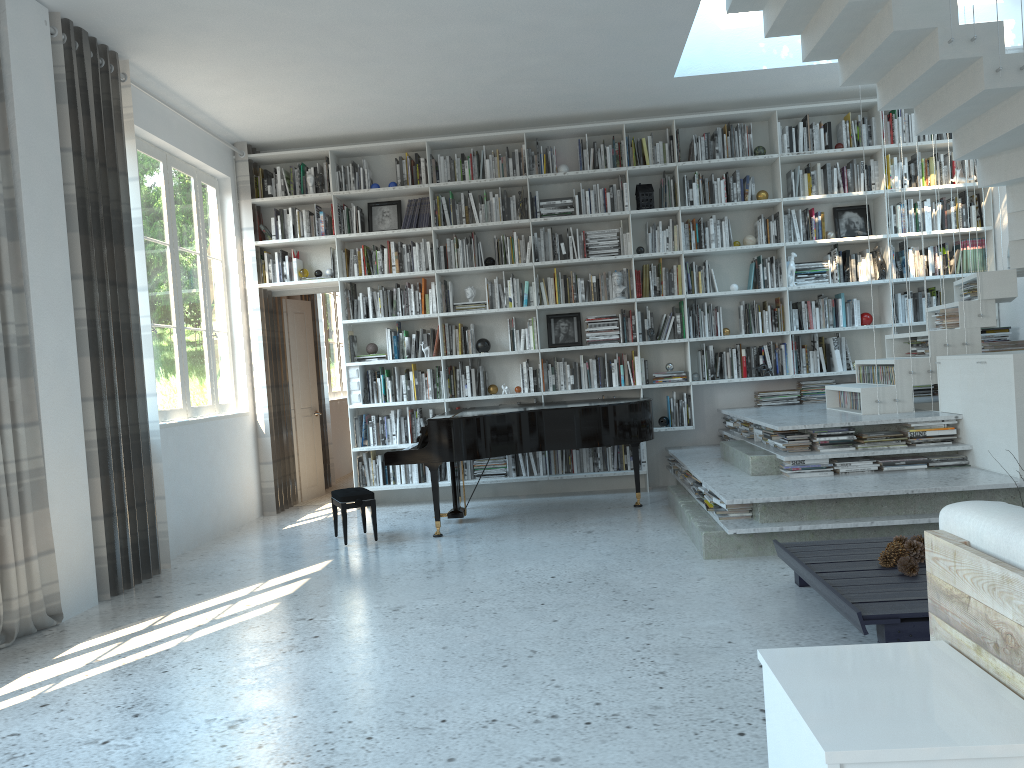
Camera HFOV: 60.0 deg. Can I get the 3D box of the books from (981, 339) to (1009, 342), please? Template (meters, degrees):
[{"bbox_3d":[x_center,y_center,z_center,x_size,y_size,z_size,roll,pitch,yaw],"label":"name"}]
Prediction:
[{"bbox_3d":[3.822,-0.342,7.060,0.192,0.008,0.160,-4,1,4],"label":"books"}]

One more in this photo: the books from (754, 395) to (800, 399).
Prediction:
[{"bbox_3d":[2.275,0.107,7.618,0.345,0.007,0.193,-4,1,1],"label":"books"}]

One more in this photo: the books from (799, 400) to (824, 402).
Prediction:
[{"bbox_3d":[2.609,0.138,7.604,0.254,0.007,0.161,-4,1,4],"label":"books"}]

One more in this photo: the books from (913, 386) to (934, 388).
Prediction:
[{"bbox_3d":[3.365,0.031,7.544,0.354,0.009,0.198,-4,1,1],"label":"books"}]

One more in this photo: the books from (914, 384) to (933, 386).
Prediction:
[{"bbox_3d":[3.364,0.014,7.543,0.354,0.009,0.198,-4,1,7],"label":"books"}]

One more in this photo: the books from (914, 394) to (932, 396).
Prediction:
[{"bbox_3d":[3.368,0.094,7.540,0.320,0.009,0.202,-4,1,9],"label":"books"}]

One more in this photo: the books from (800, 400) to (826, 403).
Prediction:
[{"bbox_3d":[2.609,0.145,7.595,0.254,0.007,0.161,-4,1,8],"label":"books"}]

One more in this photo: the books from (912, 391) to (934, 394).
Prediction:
[{"bbox_3d":[3.367,0.076,7.551,0.359,0.009,0.201,-4,1,5],"label":"books"}]

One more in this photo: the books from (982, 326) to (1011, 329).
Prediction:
[{"bbox_3d":[3.814,-0.443,7.052,0.231,0.006,0.152,-4,1,9],"label":"books"}]

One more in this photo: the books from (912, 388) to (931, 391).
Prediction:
[{"bbox_3d":[3.365,0.049,7.547,0.320,0.009,0.202,-4,1,2],"label":"books"}]

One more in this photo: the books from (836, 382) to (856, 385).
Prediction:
[{"bbox_3d":[2.970,-0.012,7.571,0.368,0.007,0.205,-4,1,6],"label":"books"}]

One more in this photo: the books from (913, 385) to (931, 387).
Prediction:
[{"bbox_3d":[3.364,0.023,7.541,0.315,0.009,0.199,-4,1,8],"label":"books"}]

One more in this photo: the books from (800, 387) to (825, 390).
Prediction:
[{"bbox_3d":[2.600,0.033,7.599,0.285,0.005,0.159,-4,1,5],"label":"books"}]

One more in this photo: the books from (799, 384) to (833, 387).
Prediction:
[{"bbox_3d":[2.601,0.012,7.592,0.254,0.006,0.161,-4,1,8],"label":"books"}]

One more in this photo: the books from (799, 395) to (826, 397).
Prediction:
[{"bbox_3d":[2.607,0.097,7.594,0.254,0.007,0.161,-4,1,0],"label":"books"}]

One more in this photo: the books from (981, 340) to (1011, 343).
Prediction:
[{"bbox_3d":[3.822,-0.335,7.063,0.232,0.006,0.137,-4,1,-1],"label":"books"}]

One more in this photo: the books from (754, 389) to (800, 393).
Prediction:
[{"bbox_3d":[2.272,0.062,7.620,0.345,0.007,0.193,-4,1,6],"label":"books"}]

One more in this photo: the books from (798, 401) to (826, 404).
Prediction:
[{"bbox_3d":[2.610,0.152,7.605,0.285,0.007,0.159,-4,1,4],"label":"books"}]

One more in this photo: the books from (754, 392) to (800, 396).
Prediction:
[{"bbox_3d":[2.274,0.085,7.621,0.345,0.007,0.193,-4,1,6],"label":"books"}]

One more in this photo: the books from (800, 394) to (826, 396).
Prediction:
[{"bbox_3d":[2.607,0.090,7.593,0.285,0.007,0.159,-4,1,0],"label":"books"}]

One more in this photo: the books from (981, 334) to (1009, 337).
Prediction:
[{"bbox_3d":[3.819,-0.383,7.065,0.206,0.014,0.150,-4,1,4],"label":"books"}]

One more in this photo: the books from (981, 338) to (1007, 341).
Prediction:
[{"bbox_3d":[3.822,-0.352,7.072,0.182,0.011,0.131,-4,1,2],"label":"books"}]

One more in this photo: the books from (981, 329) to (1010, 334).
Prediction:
[{"bbox_3d":[3.817,-0.417,7.071,0.232,0.025,0.123,-4,1,1],"label":"books"}]

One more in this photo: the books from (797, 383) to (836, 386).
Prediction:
[{"bbox_3d":[2.601,0.006,7.593,0.285,0.005,0.159,-4,1,1],"label":"books"}]

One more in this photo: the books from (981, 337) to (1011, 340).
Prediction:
[{"bbox_3d":[3.821,-0.361,7.068,0.227,0.009,0.144,-4,1,4],"label":"books"}]

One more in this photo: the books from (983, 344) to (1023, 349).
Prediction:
[{"bbox_3d":[3.807,-0.291,6.862,0.234,0.025,0.157,-4,1,0],"label":"books"}]

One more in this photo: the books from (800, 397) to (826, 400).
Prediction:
[{"bbox_3d":[2.609,0.118,7.592,0.285,0.007,0.159,-4,1,9],"label":"books"}]

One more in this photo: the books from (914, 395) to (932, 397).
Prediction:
[{"bbox_3d":[3.369,0.103,7.551,0.320,0.009,0.202,-4,1,3],"label":"books"}]

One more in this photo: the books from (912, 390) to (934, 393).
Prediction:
[{"bbox_3d":[3.366,0.067,7.544,0.359,0.009,0.201,-4,1,7],"label":"books"}]

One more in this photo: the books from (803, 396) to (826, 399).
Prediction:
[{"bbox_3d":[2.609,0.111,7.594,0.254,0.007,0.161,-4,1,0],"label":"books"}]

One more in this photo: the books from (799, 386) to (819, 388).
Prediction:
[{"bbox_3d":[2.599,0.017,7.592,0.285,0.005,0.159,-4,1,0],"label":"books"}]

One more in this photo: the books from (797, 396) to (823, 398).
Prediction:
[{"bbox_3d":[2.609,0.103,7.598,0.285,0.007,0.159,-4,1,6],"label":"books"}]

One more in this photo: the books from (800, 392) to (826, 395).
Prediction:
[{"bbox_3d":[2.606,0.076,7.591,0.285,0.007,0.159,-4,1,-1],"label":"books"}]

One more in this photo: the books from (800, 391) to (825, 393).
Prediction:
[{"bbox_3d":[2.605,0.063,7.600,0.285,0.007,0.159,-4,1,5],"label":"books"}]

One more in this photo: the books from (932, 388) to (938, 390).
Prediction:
[{"bbox_3d":[3.766,0.032,7.519,0.328,0.008,0.207,-4,1,7],"label":"books"}]

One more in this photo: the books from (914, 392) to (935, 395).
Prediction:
[{"bbox_3d":[3.367,0.085,7.539,0.359,0.009,0.201,-4,1,-1],"label":"books"}]

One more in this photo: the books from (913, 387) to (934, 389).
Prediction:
[{"bbox_3d":[3.365,0.040,7.550,0.359,0.009,0.201,-4,1,3],"label":"books"}]

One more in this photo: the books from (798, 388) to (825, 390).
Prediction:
[{"bbox_3d":[2.601,0.039,7.599,0.254,0.006,0.161,-4,1,3],"label":"books"}]

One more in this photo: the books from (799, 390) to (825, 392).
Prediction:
[{"bbox_3d":[2.605,0.056,7.602,0.285,0.007,0.159,-4,1,4],"label":"books"}]

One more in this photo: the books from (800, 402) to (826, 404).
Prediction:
[{"bbox_3d":[2.610,0.159,7.598,0.254,0.007,0.161,-4,1,7],"label":"books"}]

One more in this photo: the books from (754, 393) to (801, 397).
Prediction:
[{"bbox_3d":[2.274,0.092,7.612,0.345,0.007,0.193,-4,1,-1],"label":"books"}]

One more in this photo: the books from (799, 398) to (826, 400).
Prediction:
[{"bbox_3d":[2.608,0.125,7.594,0.285,0.007,0.159,-4,1,0],"label":"books"}]

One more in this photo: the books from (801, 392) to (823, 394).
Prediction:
[{"bbox_3d":[2.606,0.069,7.600,0.254,0.007,0.161,-4,1,5],"label":"books"}]

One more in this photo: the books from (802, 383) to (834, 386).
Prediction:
[{"bbox_3d":[2.601,0.001,7.589,0.254,0.006,0.161,-4,1,-1],"label":"books"}]

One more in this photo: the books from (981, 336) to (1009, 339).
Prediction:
[{"bbox_3d":[3.821,-0.371,7.070,0.215,0.011,0.121,-4,1,-1],"label":"books"}]

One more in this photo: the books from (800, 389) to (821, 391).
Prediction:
[{"bbox_3d":[2.601,0.044,7.597,0.285,0.005,0.159,-4,1,2],"label":"books"}]

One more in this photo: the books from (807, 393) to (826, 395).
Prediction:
[{"bbox_3d":[2.607,0.083,7.600,0.254,0.007,0.161,-4,1,5],"label":"books"}]

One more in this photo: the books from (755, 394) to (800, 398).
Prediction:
[{"bbox_3d":[2.275,0.099,7.621,0.345,0.007,0.193,-4,1,6],"label":"books"}]

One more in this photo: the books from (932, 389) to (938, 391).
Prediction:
[{"bbox_3d":[3.766,0.039,7.516,0.368,0.007,0.205,-4,1,10],"label":"books"}]

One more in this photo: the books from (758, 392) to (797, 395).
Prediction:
[{"bbox_3d":[2.273,0.077,7.620,0.308,0.008,0.195,-4,1,6],"label":"books"}]

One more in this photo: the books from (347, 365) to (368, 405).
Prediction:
[{"bbox_3d":[-1.354,0.010,7.813,0.106,0.340,0.307,-4,1,4],"label":"books"}]

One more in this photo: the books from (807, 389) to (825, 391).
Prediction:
[{"bbox_3d":[2.602,0.050,7.601,0.254,0.006,0.161,-4,1,4],"label":"books"}]

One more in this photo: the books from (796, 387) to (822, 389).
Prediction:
[{"bbox_3d":[2.600,0.028,7.599,0.285,0.005,0.159,-4,1,3],"label":"books"}]

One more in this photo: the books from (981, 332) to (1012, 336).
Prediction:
[{"bbox_3d":[3.818,-0.397,7.060,0.235,0.014,0.155,-4,1,5],"label":"books"}]

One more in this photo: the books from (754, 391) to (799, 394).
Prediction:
[{"bbox_3d":[2.273,0.070,7.620,0.345,0.007,0.193,-4,1,2],"label":"books"}]

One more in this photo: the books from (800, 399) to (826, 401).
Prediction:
[{"bbox_3d":[2.609,0.131,7.601,0.254,0.007,0.161,-4,1,5],"label":"books"}]

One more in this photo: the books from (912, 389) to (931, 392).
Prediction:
[{"bbox_3d":[3.366,0.058,7.550,0.320,0.009,0.202,-4,1,3],"label":"books"}]

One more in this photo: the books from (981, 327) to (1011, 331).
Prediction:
[{"bbox_3d":[3.815,-0.434,7.057,0.228,0.011,0.159,-4,1,3],"label":"books"}]
